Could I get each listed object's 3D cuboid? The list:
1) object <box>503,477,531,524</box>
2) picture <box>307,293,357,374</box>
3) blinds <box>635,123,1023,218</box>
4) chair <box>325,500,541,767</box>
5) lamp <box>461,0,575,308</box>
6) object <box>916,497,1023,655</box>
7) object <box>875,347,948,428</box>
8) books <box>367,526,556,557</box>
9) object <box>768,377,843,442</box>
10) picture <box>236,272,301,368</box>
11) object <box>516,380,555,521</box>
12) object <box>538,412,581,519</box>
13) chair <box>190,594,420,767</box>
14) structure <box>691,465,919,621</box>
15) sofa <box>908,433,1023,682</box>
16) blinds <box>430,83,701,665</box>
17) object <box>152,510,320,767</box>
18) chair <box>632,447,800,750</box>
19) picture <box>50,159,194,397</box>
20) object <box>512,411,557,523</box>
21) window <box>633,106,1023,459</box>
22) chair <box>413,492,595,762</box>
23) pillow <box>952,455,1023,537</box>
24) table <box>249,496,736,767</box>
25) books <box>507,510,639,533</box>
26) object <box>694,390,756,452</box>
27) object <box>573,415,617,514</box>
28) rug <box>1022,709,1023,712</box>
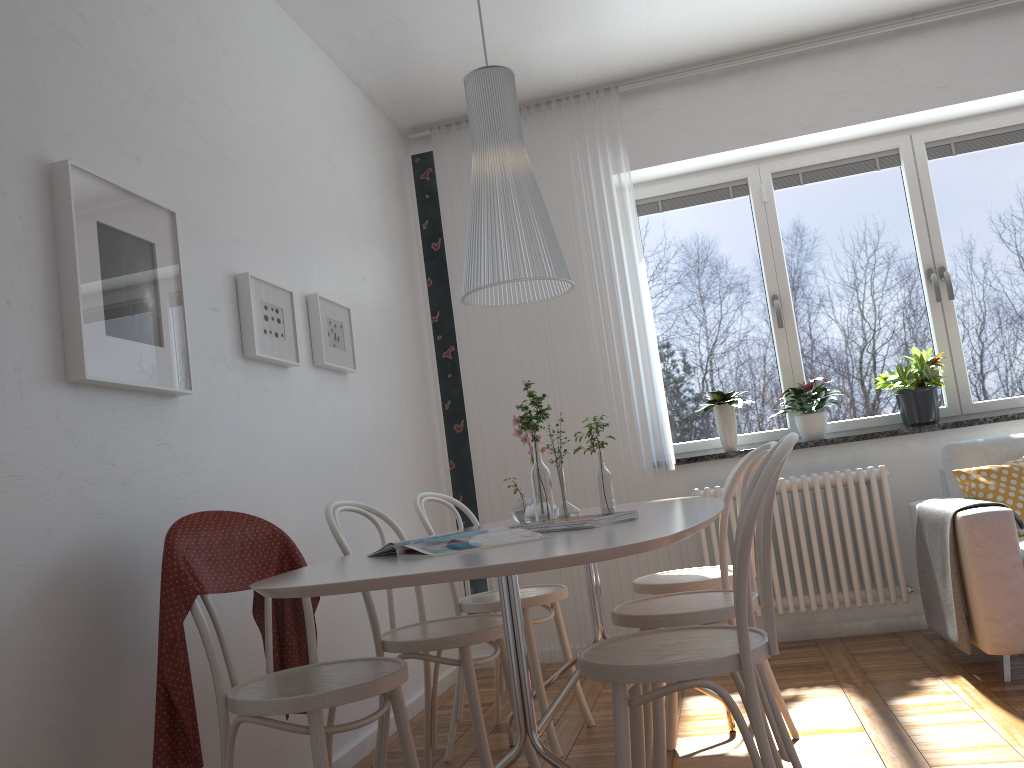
[{"bbox_3d":[0.026,0.374,2.870,0.112,0.151,0.087,-12,-8,35],"label":"object"},{"bbox_3d":[-0.704,-0.192,3.488,0.047,0.272,0.312,-9,-7,12],"label":"picture"},{"bbox_3d":[2.050,-1.170,4.536,2.846,0.098,0.015,-9,-6,12],"label":"blinds"},{"bbox_3d":[-0.231,0.765,2.585,0.520,0.916,0.448,-9,-6,12],"label":"chair"},{"bbox_3d":[-0.082,-0.965,2.349,0.292,1.494,0.293,-4,-7,-32],"label":"lamp"},{"bbox_3d":[1.774,0.716,3.444,0.288,0.532,0.609,-9,-7,12],"label":"object"},{"bbox_3d":[1.938,0.016,4.292,0.334,0.384,0.299,-11,-7,27],"label":"object"},{"bbox_3d":[-0.121,0.334,1.889,0.265,0.029,0.406,-4,-8,-27],"label":"books"},{"bbox_3d":[1.483,0.130,4.418,0.380,0.308,0.372,-6,-7,-13],"label":"object"},{"bbox_3d":[-0.816,-0.209,2.989,0.047,0.272,0.312,-9,-7,12],"label":"picture"},{"bbox_3d":[0.077,0.193,2.563,0.107,0.419,0.111,-8,-6,1],"label":"object"},{"bbox_3d":[0.134,0.233,2.485,0.084,0.307,0.084,-4,-7,-32],"label":"object"},{"bbox_3d":[-0.479,0.731,2.053,0.520,0.916,0.448,-10,-7,22],"label":"chair"},{"bbox_3d":[1.342,0.749,4.189,0.973,0.622,0.224,-9,-6,12],"label":"structure"},{"bbox_3d":[2.889,0.484,3.297,2.463,0.841,1.005,-9,-7,12],"label":"sofa"},{"bbox_3d":[0.242,-0.056,4.550,1.038,2.881,0.055,-9,-6,12],"label":"blinds"},{"bbox_3d":[-0.675,0.592,2.152,0.201,0.578,0.492,-11,-7,27],"label":"object"},{"bbox_3d":[2.225,0.292,3.115,3.694,1.340,0.448,-7,-6,-2],"label":"chair"},{"bbox_3d":[-0.980,-0.246,2.261,0.050,0.523,0.431,-9,-7,12],"label":"picture"},{"bbox_3d":[0.073,0.252,2.739,0.111,0.348,0.108,-5,-6,-18],"label":"object"},{"bbox_3d":[2.122,-0.561,4.436,3.022,1.507,0.151,-9,-6,12],"label":"window"},{"bbox_3d":[-0.042,0.818,3.215,0.520,0.916,0.448,-9,-7,17],"label":"chair"},{"bbox_3d":[2.059,0.443,3.581,0.464,0.317,0.313,-5,-7,-20],"label":"pillow"},{"bbox_3d":[0.159,0.764,2.387,0.932,0.768,2.292,-9,-7,12],"label":"table"},{"bbox_3d":[0.136,0.331,2.107,0.278,0.022,0.204,-13,-9,39],"label":"books"},{"bbox_3d":[1.086,0.183,4.452,0.292,0.315,0.354,-8,-7,3],"label":"object"},{"bbox_3d":[0.259,0.237,2.594,0.098,0.293,0.146,-2,-9,-44],"label":"object"},{"bbox_3d":[2.500,0.716,1.339,2.459,0.008,2.369,-9,-7,12],"label":"rug"}]
